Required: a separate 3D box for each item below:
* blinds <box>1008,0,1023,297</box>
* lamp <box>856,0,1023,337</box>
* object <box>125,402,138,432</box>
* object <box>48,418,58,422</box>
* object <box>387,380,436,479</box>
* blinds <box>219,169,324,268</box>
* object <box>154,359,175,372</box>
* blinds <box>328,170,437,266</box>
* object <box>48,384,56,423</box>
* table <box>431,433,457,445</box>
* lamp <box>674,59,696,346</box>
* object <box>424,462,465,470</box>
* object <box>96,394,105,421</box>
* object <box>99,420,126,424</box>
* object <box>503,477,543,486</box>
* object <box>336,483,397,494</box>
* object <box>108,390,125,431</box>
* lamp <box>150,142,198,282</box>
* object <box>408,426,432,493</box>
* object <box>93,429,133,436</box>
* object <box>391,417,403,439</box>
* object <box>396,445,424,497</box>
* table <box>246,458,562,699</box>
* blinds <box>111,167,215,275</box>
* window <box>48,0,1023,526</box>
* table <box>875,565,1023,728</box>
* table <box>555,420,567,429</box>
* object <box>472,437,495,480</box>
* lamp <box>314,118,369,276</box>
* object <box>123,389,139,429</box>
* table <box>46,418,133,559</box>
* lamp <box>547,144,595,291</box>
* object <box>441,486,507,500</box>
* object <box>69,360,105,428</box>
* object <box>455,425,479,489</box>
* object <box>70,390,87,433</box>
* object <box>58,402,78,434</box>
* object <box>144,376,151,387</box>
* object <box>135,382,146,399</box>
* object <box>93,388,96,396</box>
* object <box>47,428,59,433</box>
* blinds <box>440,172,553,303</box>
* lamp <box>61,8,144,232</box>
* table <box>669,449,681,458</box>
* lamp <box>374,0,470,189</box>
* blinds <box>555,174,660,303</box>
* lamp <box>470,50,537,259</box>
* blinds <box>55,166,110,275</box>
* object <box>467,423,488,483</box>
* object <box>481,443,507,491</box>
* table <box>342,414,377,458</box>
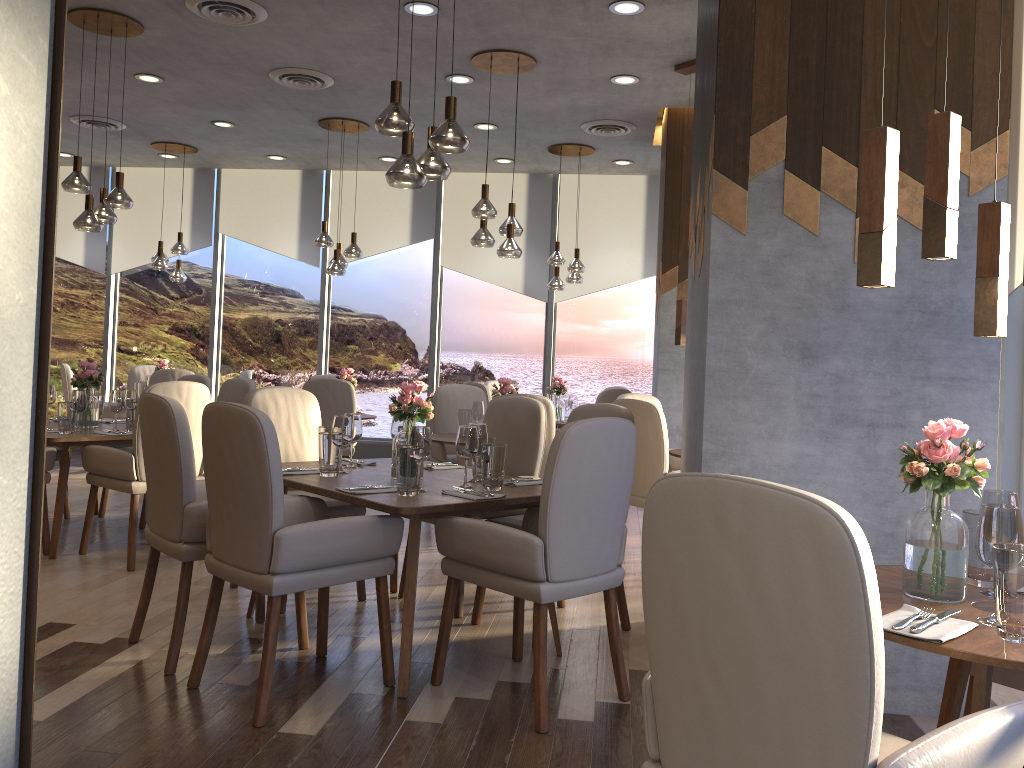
[{"bbox_3d":[2.264,-1.721,3.529,0.007,2.682,1.173,2,0,7],"label":"blinds"},{"bbox_3d":[1.117,-1.071,2.004,1.160,1.932,0.118,3,-1,-38],"label":"lamp"},{"bbox_3d":[-2.254,0.197,5.286,0.102,0.178,0.102,3,0,-36],"label":"object"},{"bbox_3d":[-3.020,0.233,5.847,0.255,0.019,0.157,3,2,42],"label":"object"},{"bbox_3d":[-0.425,0.191,3.719,0.210,0.416,0.198,2,0,-16],"label":"object"},{"bbox_3d":[-2.628,-2.628,9.769,1.173,2.682,0.007,2,-1,7],"label":"blinds"},{"bbox_3d":[-3.471,-0.042,8.835,0.198,0.416,0.210,2,0,4],"label":"object"},{"bbox_3d":[-1.375,-2.573,9.619,1.173,2.682,0.007,2,-1,7],"label":"blinds"},{"bbox_3d":[-2.977,0.126,5.686,0.092,0.244,0.092,2,0,22],"label":"object"},{"bbox_3d":[-0.201,0.694,5.907,0.833,0.662,0.834,2,0,-19],"label":"table"},{"bbox_3d":[1.446,-1.129,5.469,0.118,1.932,1.162,3,0,-38],"label":"lamp"},{"bbox_3d":[-0.359,0.380,4.134,0.255,0.019,0.157,1,2,-41],"label":"object"},{"bbox_3d":[-2.796,0.160,5.961,0.102,0.178,0.102,3,0,-34],"label":"object"},{"bbox_3d":[-2.645,0.248,5.897,0.157,0.019,0.255,3,2,40],"label":"object"},{"bbox_3d":[0.013,0.404,3.698,0.255,0.019,0.157,1,2,-41],"label":"object"},{"bbox_3d":[-0.520,0.390,3.333,0.255,0.019,0.157,1,2,-39],"label":"object"},{"bbox_3d":[-2.361,0.160,5.288,0.092,0.244,0.092,3,-1,-27],"label":"object"},{"bbox_3d":[-3.404,-1.703,8.860,0.439,1.327,0.439,2,-1,0],"label":"lamp"},{"bbox_3d":[-0.350,0.284,3.350,0.092,0.244,0.092,2,0,3],"label":"object"},{"bbox_3d":[-2.314,0.277,5.129,0.255,0.019,0.157,3,1,37],"label":"object"},{"bbox_3d":[-0.519,0.261,4.117,0.092,0.244,0.092,2,0,7],"label":"object"},{"bbox_3d":[-0.377,0.318,3.243,0.102,0.178,0.102,2,0,-13],"label":"object"},{"bbox_3d":[-0.466,0.726,3.732,0.964,0.666,1.308,2,1,-42],"label":"table"},{"bbox_3d":[-3.871,-2.538,9.915,1.173,2.682,0.007,2,-1,7],"label":"blinds"},{"bbox_3d":[-0.187,-0.838,6.668,8.055,3.200,16.132,2,1,-38],"label":"window"},{"bbox_3d":[1.073,0.829,1.962,0.834,0.662,0.834,2,0,-2],"label":"table"},{"bbox_3d":[0.415,0.672,8.239,0.833,0.662,0.834,2,0,-7],"label":"table"},{"bbox_3d":[-0.126,0.317,3.787,0.102,0.178,0.102,3,0,-35],"label":"object"},{"bbox_3d":[-1.496,-1.600,7.733,0.439,1.327,0.439,2,-1,9],"label":"lamp"},{"bbox_3d":[-2.362,0.155,5.483,0.092,0.244,0.092,3,-1,-31],"label":"object"},{"bbox_3d":[-2.677,0.597,5.490,1.308,0.666,0.964,3,1,40],"label":"table"},{"bbox_3d":[0.527,-1.526,8.269,0.439,1.327,0.439,3,-1,-26],"label":"lamp"},{"bbox_3d":[-0.158,0.405,3.322,0.157,0.019,0.255,1,2,-43],"label":"object"},{"bbox_3d":[-2.643,0.061,5.507,0.210,0.416,0.198,3,0,-36],"label":"object"},{"bbox_3d":[-0.179,0.288,3.488,0.092,0.244,0.092,2,-1,27],"label":"object"},{"bbox_3d":[-2.508,0.157,5.124,0.092,0.244,0.092,2,0,-7],"label":"object"},{"bbox_3d":[-2.517,0.191,5.014,0.102,0.178,0.102,2,0,7],"label":"object"},{"bbox_3d":[-3.565,0.042,8.704,0.092,0.244,0.092,2,-1,42],"label":"object"},{"bbox_3d":[-3.612,0.075,8.604,0.102,0.178,0.102,3,0,-32],"label":"object"},{"bbox_3d":[-2.800,0.130,5.852,0.092,0.244,0.092,2,0,20],"label":"object"},{"bbox_3d":[-2.673,0.263,5.080,0.157,0.019,0.255,3,2,41],"label":"object"},{"bbox_3d":[-0.149,-2.221,9.467,1.173,2.682,0.007,2,-1,7],"label":"blinds"},{"bbox_3d":[-2.567,-1.599,5.534,0.439,1.327,0.439,2,-1,12],"label":"lamp"},{"bbox_3d":[1.375,0.769,5.446,0.834,0.662,0.833,3,1,27],"label":"table"},{"bbox_3d":[-0.362,-1.470,3.737,0.439,1.327,0.439,2,-1,-8],"label":"lamp"},{"bbox_3d":[1.089,-2.166,9.319,1.173,2.682,0.007,2,-1,7],"label":"blinds"},{"bbox_3d":[-0.082,-1.504,5.945,0.439,1.327,0.439,2,-1,14],"label":"lamp"},{"bbox_3d":[-5.109,-2.593,10.063,1.173,2.682,0.007,2,-1,7],"label":"blinds"},{"bbox_3d":[-0.147,0.285,3.680,0.092,0.244,0.092,3,0,-16],"label":"object"},{"bbox_3d":[-0.073,0.326,3.468,0.102,0.178,0.102,2,0,43],"label":"object"},{"bbox_3d":[-1.608,0.599,7.685,0.833,0.662,0.834,2,1,-33],"label":"table"}]
